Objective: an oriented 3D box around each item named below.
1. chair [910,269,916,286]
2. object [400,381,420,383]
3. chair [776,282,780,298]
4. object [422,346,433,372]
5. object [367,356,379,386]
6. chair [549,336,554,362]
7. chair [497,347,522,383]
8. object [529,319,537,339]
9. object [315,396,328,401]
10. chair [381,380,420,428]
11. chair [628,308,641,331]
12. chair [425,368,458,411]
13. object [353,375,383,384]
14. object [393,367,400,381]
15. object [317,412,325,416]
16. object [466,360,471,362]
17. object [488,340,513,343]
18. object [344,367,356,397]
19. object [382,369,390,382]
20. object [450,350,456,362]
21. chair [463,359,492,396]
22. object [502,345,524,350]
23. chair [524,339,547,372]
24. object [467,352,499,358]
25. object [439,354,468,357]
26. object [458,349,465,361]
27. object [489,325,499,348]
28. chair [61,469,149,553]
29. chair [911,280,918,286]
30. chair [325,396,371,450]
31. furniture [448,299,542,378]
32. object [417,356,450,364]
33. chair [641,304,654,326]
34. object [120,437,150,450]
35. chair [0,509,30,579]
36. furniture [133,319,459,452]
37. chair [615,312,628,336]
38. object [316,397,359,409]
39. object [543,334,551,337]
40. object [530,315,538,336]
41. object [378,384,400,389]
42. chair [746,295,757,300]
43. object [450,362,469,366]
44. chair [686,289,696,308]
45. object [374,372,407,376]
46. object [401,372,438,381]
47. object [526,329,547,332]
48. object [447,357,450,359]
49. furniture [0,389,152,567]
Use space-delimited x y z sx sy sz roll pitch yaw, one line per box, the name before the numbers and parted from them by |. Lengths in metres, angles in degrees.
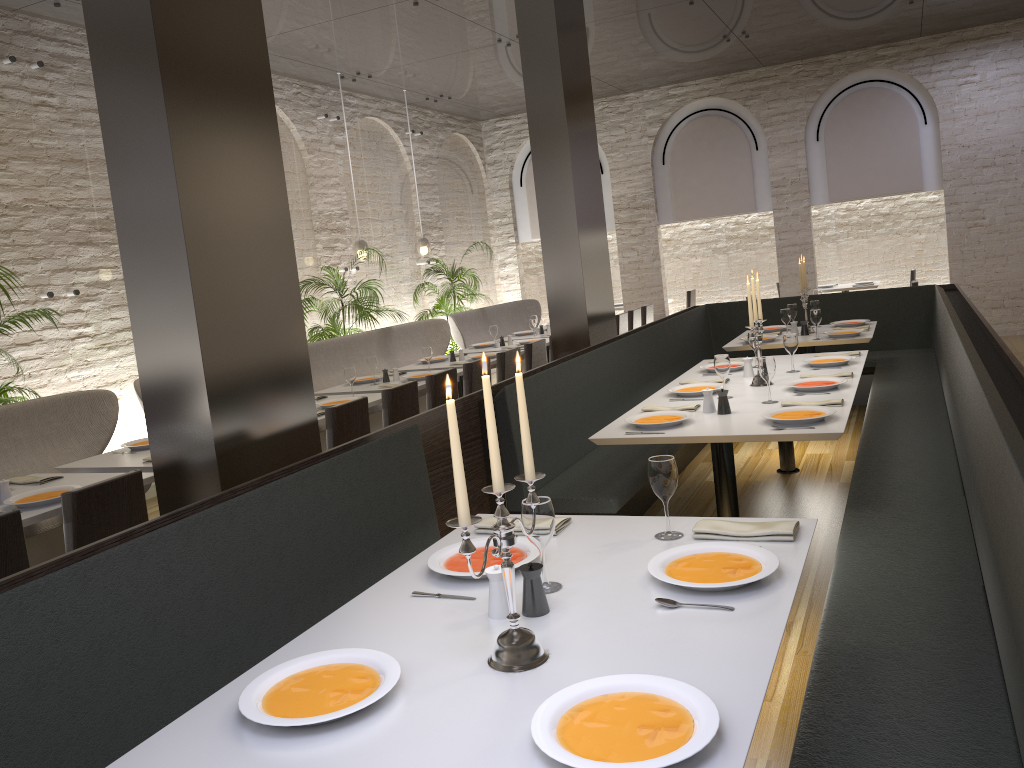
chair | 5.415 -1.136 12.468 0.565 0.902 0.414 -4 6 25
object | -0.809 -0.019 6.996 0.181 0.015 0.038 -3 8 26
chair | 4.224 -1.073 13.012 0.565 0.902 0.414 -4 6 25
object | -0.700 -0.195 7.415 0.086 0.230 0.086 -9 6 -23
object | -1.114 -0.107 7.110 0.086 0.230 0.086 -9 6 -23
chair | 0.275 -0.017 8.446 0.565 0.902 0.414 -4 6 25
chair | -0.193 0.176 7.396 0.565 0.902 0.414 -4 6 25
object | 0.232 -0.579 9.504 0.086 0.230 0.086 -10 7 -35
object | -1.532 0.111 6.634 0.272 0.033 0.143 -3 8 24
chair | -0.886 0.462 5.842 0.565 0.902 0.414 -4 6 25
chair | 1.296 -0.437 10.735 0.565 0.902 0.414 -4 6 25
chair | -0.660 0.369 6.350 0.565 0.902 0.414 -4 6 25
object | -1.218 -0.032 7.383 0.321 0.036 0.323 -6 8 3
object | -0.946 -0.082 7.229 0.059 0.109 0.060 -5 6 16
object | -1.346 0.203 5.782 0.272 0.033 0.143 -3 8 24
object | -0.336 -0.214 8.056 0.181 0.015 0.038 -3 8 26
object | -0.138 -0.464 9.760 0.272 0.033 0.143 -3 8 24
object | -1.159 -0.006 6.387 0.086 0.230 0.086 -3 6 31
object | -1.028 -0.071 7.217 0.059 0.109 0.060 -5 6 16
object | -0.555 -0.266 8.278 0.059 0.109 0.060 -5 6 16
chair | -0.432 0.275 6.860 0.565 0.902 0.414 -4 6 25
object | 0.048 -0.372 8.908 0.272 0.033 0.143 -3 8 24
chair | 0.037 0.082 7.911 0.565 0.902 0.414 -4 6 25
object | -0.258 -0.252 8.219 0.321 0.036 0.323 -6 8 3
object | -0.590 -0.278 8.747 0.272 0.033 0.143 -3 8 24
object | -0.473 -0.277 8.290 0.059 0.109 0.060 -5 6 16
object | -0.182 -0.491 9.199 0.086 0.230 0.086 -10 7 -35
chair | -1.824 0.848 3.740 0.565 0.902 0.414 -4 6 25
chair | 4.327 -0.688 10.031 0.565 0.902 0.414 -4 6 25
chair | -1.126 0.561 5.303 0.565 0.902 0.414 -4 6 25
furniture | 0.024 -0.467 11.313 0.706 1.093 2.598 -4 8 25
object | -0.745 -0.227 8.444 0.321 0.036 0.323 -6 8 3
chair | 1.530 -0.534 11.258 0.565 0.902 0.414 -4 6 25
object | -2.157 0.355 5.277 0.322 0.036 0.322 -11 9 -30
chair | -2.052 0.942 3.228 0.565 0.902 0.414 -4 6 25
furniture | -1.462 0.145 7.984 0.708 1.093 4.499 -4 8 25
chair | 1.070 -0.344 10.227 0.565 0.902 0.414 -4 6 25
object | -1.200 0.136 6.107 0.321 0.036 0.323 -6 8 7
object | 0.494 -0.555 9.907 0.272 0.033 0.143 -3 8 24
object | 0.261 -0.674 10.193 0.086 0.230 0.086 -10 7 -35
object | -0.877 0.009 6.834 0.272 0.033 0.143 -3 8 24
chair | 3.136 -0.625 10.574 0.565 0.902 0.414 -4 6 25
object | -0.404 -0.185 7.895 0.272 0.033 0.143 -3 8 24
chair | 2.586 -0.986 13.759 0.565 0.902 0.414 -4 6 25
object | -1.063 -0.083 7.686 0.272 0.033 0.143 -3 8 24
object | -0.731 -0.057 7.159 0.321 0.036 0.323 -6 8 3
object | 0.308 -0.648 10.759 0.272 0.033 0.143 -3 8 24
object | -0.676 -0.248 8.607 0.181 0.015 0.038 -3 8 26
furniture | -3.336 0.918 3.781 0.708 1.093 4.499 -4 8 25
